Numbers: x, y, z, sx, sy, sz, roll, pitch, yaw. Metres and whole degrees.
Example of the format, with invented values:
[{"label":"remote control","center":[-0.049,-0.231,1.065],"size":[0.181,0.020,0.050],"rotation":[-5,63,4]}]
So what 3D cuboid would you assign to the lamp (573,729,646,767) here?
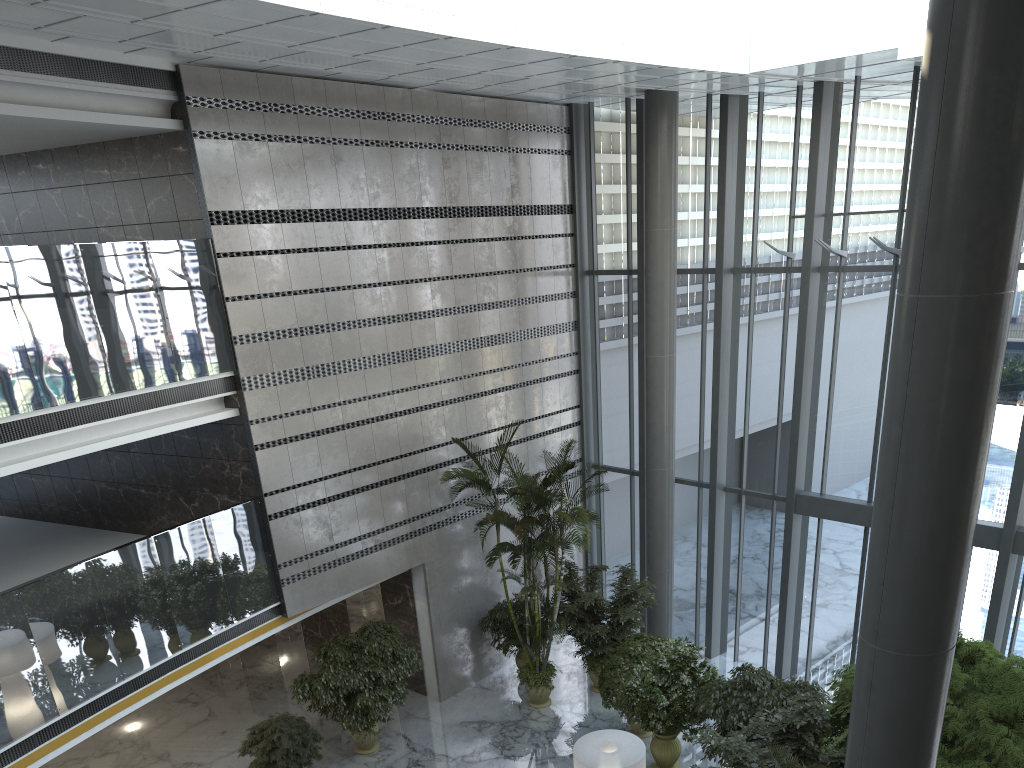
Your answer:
[{"label":"lamp","center":[1.180,5.051,10.238],"size":[0.829,1.838,0.768],"rotation":[-14,23,-26]}]

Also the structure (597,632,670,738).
[{"label":"structure","center":[1.991,4.566,12.974],"size":[1.425,1.774,1.461],"rotation":[0,18,11]}]

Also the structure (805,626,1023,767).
[{"label":"structure","center":[4.804,4.226,9.740],"size":[3.114,3.261,3.506],"rotation":[-14,19,-32]}]

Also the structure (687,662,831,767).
[{"label":"structure","center":[3.243,4.632,11.300],"size":[1.636,2.084,1.839],"rotation":[-8,17,-13]}]

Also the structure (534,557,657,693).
[{"label":"structure","center":[1.461,4.016,14.138],"size":[1.805,2.527,1.749],"rotation":[6,21,27]}]

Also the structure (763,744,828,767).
[{"label":"structure","center":[2.677,4.493,7.341],"size":[1.364,3.805,1.145],"rotation":[7,24,27]}]

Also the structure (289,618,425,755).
[{"label":"structure","center":[-2.242,4.620,12.832],"size":[2.018,2.177,1.487],"rotation":[-8,19,-15]}]

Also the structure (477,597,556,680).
[{"label":"structure","center":[0.118,4.390,14.804],"size":[1.397,1.703,1.026],"rotation":[-5,19,-4]}]

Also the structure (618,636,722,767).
[{"label":"structure","center":[2.224,4.516,12.075],"size":[1.368,2.166,1.136],"rotation":[-10,21,-19]}]

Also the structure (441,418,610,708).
[{"label":"structure","center":[0.297,2.947,13.243],"size":[2.372,5.125,2.359],"rotation":[-20,25,-37]}]

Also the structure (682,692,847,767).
[{"label":"structure","center":[2.966,4.724,9.461],"size":[2.150,2.567,2.212],"rotation":[7,20,29]}]

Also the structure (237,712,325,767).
[{"label":"structure","center":[-3.181,5.186,11.904],"size":[1.146,1.463,1.115],"rotation":[-15,21,-32]}]

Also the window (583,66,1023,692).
[{"label":"window","center":[-0.442,1.090,7.121],"size":[18.304,11.088,12.625],"rotation":[-11,17,-31]}]
